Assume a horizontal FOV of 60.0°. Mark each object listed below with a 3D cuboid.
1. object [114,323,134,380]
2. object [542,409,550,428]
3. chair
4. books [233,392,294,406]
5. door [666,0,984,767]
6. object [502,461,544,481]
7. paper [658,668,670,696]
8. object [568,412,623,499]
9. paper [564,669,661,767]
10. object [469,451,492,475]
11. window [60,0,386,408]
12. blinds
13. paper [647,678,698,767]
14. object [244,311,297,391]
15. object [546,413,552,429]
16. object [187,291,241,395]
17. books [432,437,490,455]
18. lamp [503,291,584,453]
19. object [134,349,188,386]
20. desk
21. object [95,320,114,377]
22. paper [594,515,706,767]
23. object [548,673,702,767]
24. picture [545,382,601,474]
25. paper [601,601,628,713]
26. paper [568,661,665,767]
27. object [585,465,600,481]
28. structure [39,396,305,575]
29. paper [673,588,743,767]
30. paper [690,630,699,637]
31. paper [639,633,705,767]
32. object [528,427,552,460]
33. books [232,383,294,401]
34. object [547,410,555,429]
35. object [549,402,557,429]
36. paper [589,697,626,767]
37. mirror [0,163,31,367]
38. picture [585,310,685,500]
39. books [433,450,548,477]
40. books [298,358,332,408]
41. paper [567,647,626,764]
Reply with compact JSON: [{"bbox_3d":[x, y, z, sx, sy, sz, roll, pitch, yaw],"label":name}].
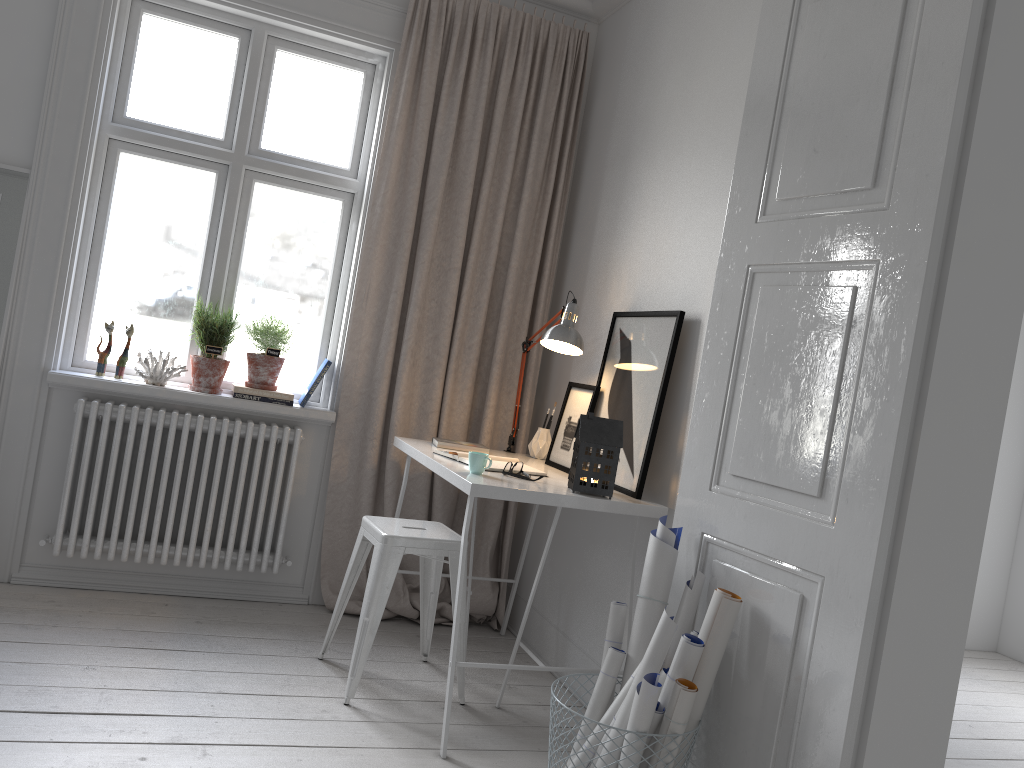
[{"bbox_3d":[-1.507,-0.128,3.460,0.045,0.224,0.052,10,1,22],"label":"object"},{"bbox_3d":[0.124,0.201,3.649,0.008,0.207,0.054,10,1,36],"label":"object"},{"bbox_3d":[-0.374,0.749,3.020,0.409,0.527,0.407,9,1,-24],"label":"chair"},{"bbox_3d":[-1.025,0.057,3.647,0.245,0.022,0.156,9,1,-15],"label":"books"},{"bbox_3d":[0.683,0.005,2.176,0.034,2.326,0.678,9,1,-28],"label":"door"},{"bbox_3d":[0.021,0.278,2.855,0.114,0.047,0.133,9,1,-32],"label":"object"},{"bbox_3d":[0.263,0.903,2.218,0.253,0.432,0.054,10,1,16],"label":"paper"},{"bbox_3d":[0.260,0.217,2.748,0.135,0.248,0.135,10,1,-4],"label":"object"},{"bbox_3d":[0.246,0.870,2.238,0.239,0.358,0.047,10,1,-5],"label":"paper"},{"bbox_3d":[-0.105,0.248,2.755,0.064,0.065,0.082,9,1,-21],"label":"object"},{"bbox_3d":[-1.164,-0.723,3.663,1.047,1.536,0.079,9,1,-19],"label":"window"},{"bbox_3d":[-0.227,-0.326,3.726,0.831,2.680,0.225,9,1,-19],"label":"blinds"},{"bbox_3d":[0.342,0.914,2.078,0.123,0.464,0.057,10,1,43],"label":"paper"},{"bbox_3d":[-0.994,-0.135,3.635,0.220,0.318,0.210,10,1,18],"label":"object"},{"bbox_3d":[0.136,0.204,3.649,0.054,0.207,0.008,9,1,-32],"label":"object"},{"bbox_3d":[-1.205,-0.170,3.562,0.183,0.410,0.199,10,1,31],"label":"object"},{"bbox_3d":[-0.202,0.242,3.474,0.207,0.024,0.149,9,1,-13],"label":"books"},{"bbox_3d":[0.078,-0.001,3.463,0.164,0.745,0.568,9,1,-24],"label":"lamp"},{"bbox_3d":[-1.391,-0.063,3.497,0.212,0.149,0.186,10,1,-11],"label":"object"},{"bbox_3d":[-0.057,0.677,3.136,0.641,0.776,1.163,9,1,-19],"label":"desk"},{"bbox_3d":[-1.586,-0.141,3.453,0.045,0.224,0.052,9,1,-43],"label":"object"},{"bbox_3d":[0.317,0.742,2.200,0.181,0.793,0.431,10,1,23],"label":"paper"},{"bbox_3d":[0.252,0.958,2.193,0.374,0.351,0.375,9,1,-17],"label":"object"},{"bbox_3d":[0.226,0.161,3.342,0.062,0.333,0.261,9,1,-19],"label":"picture"},{"bbox_3d":[0.241,0.853,2.331,0.046,0.547,0.166,10,1,4],"label":"paper"},{"bbox_3d":[0.236,0.850,2.192,0.244,0.403,0.049,9,1,-17],"label":"paper"},{"bbox_3d":[0.247,0.301,2.873,0.078,0.073,0.065,9,1,-24],"label":"object"},{"bbox_3d":[-1.317,0.407,3.545,0.935,0.600,0.216,9,1,-19],"label":"structure"},{"bbox_3d":[0.418,0.823,2.164,0.181,0.669,0.073,10,1,3],"label":"paper"},{"bbox_3d":[0.354,0.878,2.214,0.200,0.542,0.047,9,1,-16],"label":"paper"},{"bbox_3d":[0.343,0.865,2.132,0.153,0.553,0.060,10,1,26],"label":"paper"},{"bbox_3d":[0.122,0.244,3.636,0.101,0.126,0.101,9,1,-19],"label":"object"},{"bbox_3d":[-1.024,0.033,3.640,0.246,0.025,0.157,9,1,-17],"label":"books"},{"bbox_3d":[0.140,0.204,3.625,0.008,0.207,0.054,9,1,-36],"label":"object"},{"bbox_3d":[0.150,0.189,3.637,0.028,0.239,0.023,9,1,-22],"label":"object"},{"bbox_3d":[0.245,0.934,2.163,0.234,0.389,0.078,10,1,11],"label":"paper"},{"bbox_3d":[-2.210,-0.080,3.166,0.668,1.554,0.145,9,1,-19],"label":"mirror"},{"bbox_3d":[0.393,0.050,3.047,0.062,0.614,0.493,9,1,-19],"label":"picture"},{"bbox_3d":[-0.090,0.264,3.077,0.290,0.029,0.358,9,1,-33],"label":"books"},{"bbox_3d":[-0.824,-0.007,3.708,0.101,0.211,0.175,9,1,-16],"label":"books"},{"bbox_3d":[0.212,0.859,2.292,0.129,0.361,0.047,9,1,-31],"label":"paper"}]
